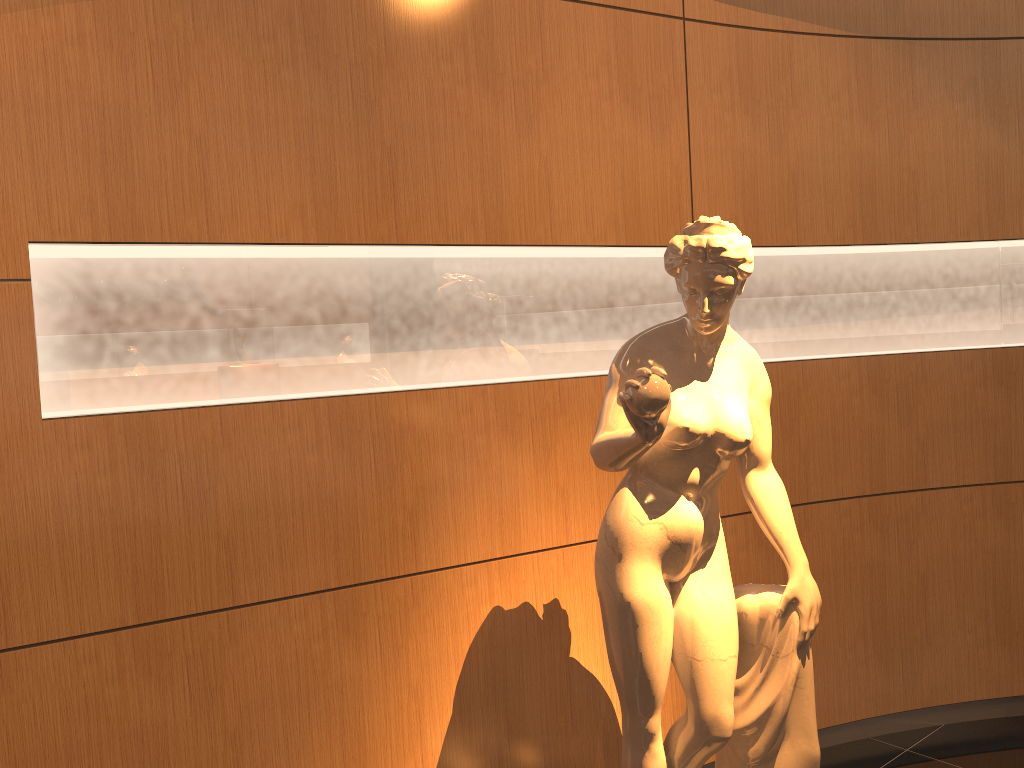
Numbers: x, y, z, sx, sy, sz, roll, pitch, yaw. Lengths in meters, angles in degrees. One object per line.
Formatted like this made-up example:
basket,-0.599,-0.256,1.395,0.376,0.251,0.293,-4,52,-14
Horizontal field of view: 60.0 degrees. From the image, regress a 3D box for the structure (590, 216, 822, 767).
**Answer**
structure,0.428,0.523,2.227,0.733,1.836,0.477,-5,3,-40
